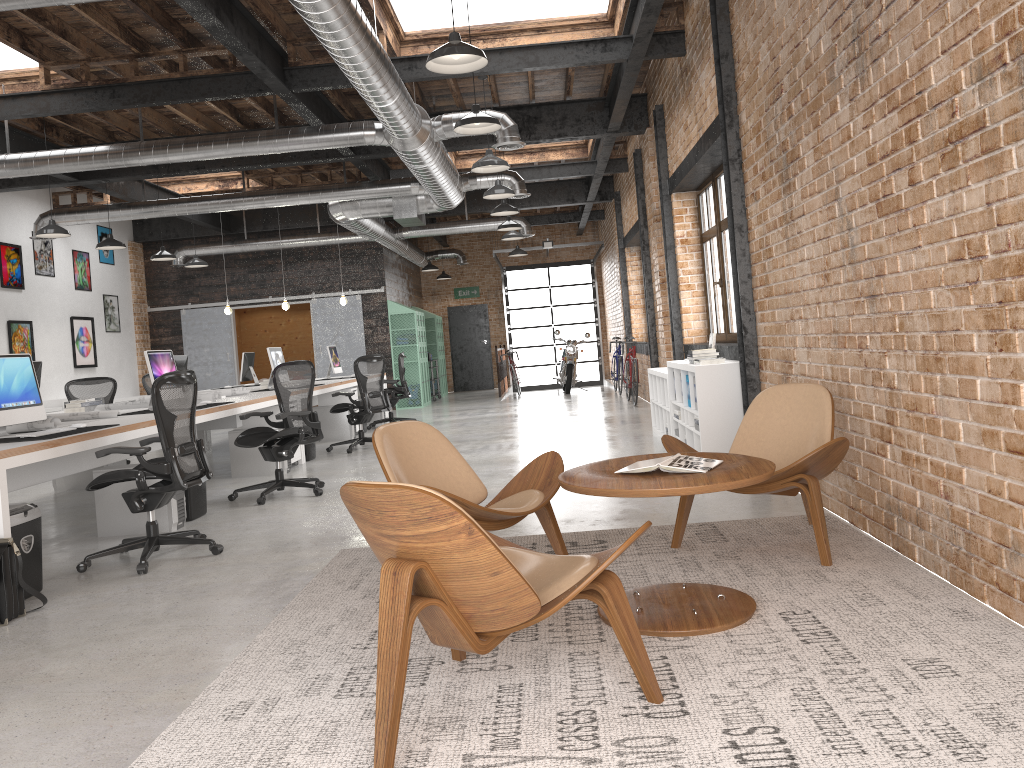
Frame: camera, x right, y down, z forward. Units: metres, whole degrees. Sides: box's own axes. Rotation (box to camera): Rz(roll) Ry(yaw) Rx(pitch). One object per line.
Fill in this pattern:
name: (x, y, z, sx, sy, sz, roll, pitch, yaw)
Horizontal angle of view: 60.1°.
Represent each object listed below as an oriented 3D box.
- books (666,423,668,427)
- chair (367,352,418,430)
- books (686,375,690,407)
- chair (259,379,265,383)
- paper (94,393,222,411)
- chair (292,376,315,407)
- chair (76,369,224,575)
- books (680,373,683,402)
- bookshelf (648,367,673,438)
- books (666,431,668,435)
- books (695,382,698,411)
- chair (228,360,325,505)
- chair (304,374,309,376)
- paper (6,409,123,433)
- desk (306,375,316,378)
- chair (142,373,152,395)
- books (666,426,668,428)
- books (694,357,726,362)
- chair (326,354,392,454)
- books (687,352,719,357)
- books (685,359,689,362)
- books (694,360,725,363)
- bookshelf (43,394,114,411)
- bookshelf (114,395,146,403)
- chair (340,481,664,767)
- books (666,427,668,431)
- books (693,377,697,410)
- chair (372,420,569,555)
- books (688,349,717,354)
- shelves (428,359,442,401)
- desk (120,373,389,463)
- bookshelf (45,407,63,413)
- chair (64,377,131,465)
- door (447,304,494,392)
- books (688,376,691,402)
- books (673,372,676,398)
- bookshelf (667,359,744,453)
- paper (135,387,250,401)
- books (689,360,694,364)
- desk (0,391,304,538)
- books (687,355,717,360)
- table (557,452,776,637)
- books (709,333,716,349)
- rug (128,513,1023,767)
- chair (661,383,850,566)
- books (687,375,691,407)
books: (1.604, 0.382, 8.538, 0.214, 0.052, 0.252, -5, 3, 2)
chair: (-1.803, 0.087, 13.047, 0.793, 1.086, 0.770, -5, 1, -19)
books: (1.557, 0.047, 7.269, 0.232, 0.261, 0.062, -5, 0, 2)
chair: (-4.988, 0.266, 18.195, 0.618, 0.778, 0.581, -5, 1, -3)
paper: (-3.208, 0.168, 8.002, 1.134, 0.082, 0.083, -5, 1, -3)
chair: (-4.284, 0.209, 18.168, 0.618, 0.778, 0.581, -5, 1, -3)
chair: (-2.121, 0.478, 5.139, 0.793, 1.086, 0.770, -5, 1, -14)
books: (1.585, 0.027, 7.665, 0.232, 0.261, 0.062, -5, 0, 2)
bookshelf: (1.676, 0.194, 8.882, 0.400, 0.684, 1.545, -5, 2, 2)
books: (1.616, 0.476, 8.557, 0.217, 0.072, 0.290, -5, 2, 2)
books: (1.541, 0.068, 6.841, 0.232, 0.261, 0.062, -5, 0, 2)
chair: (-1.888, 0.365, 7.185, 0.769, 1.086, 0.794, -4, 1, 26)
chair: (-4.665, 0.148, 20.163, 0.618, 0.778, 0.581, -5, 1, -3)
paper: (-3.380, 0.267, 6.181, 0.975, 0.105, 1.076, -5, 3, 0)
desk: (-4.292, 0.188, 19.136, 1.998, 0.731, 0.999, -5, 2, 3)
chair: (-5.150, 0.350, 13.323, 0.791, 1.086, 0.772, -4, 1, 41)
books: (1.606, 0.400, 8.542, 0.219, 0.039, 0.260, -5, 3, 2)
books: (1.520, -0.189, 6.804, 0.202, 0.012, 0.251, -5, 3, 4)
chair: (-1.787, 0.215, 10.261, 0.792, 1.086, 0.771, -5, 1, 11)
books: (1.526, -0.235, 7.076, 0.211, 0.023, 0.259, -5, 3, 2)
books: (1.590, -0.209, 7.601, 0.174, 0.021, 0.273, -5, 3, 2)
books: (1.515, -0.175, 6.807, 0.187, 0.014, 0.248, -5, 3, 0)
bookshelf: (-6.809, 0.601, 13.918, 0.400, 0.800, 1.545, -5, 2, 2)
bookshelf: (-6.746, 0.583, 15.462, 0.400, 0.684, 1.545, -5, 2, 2)
chair: (-0.090, 0.591, 2.702, 0.868, 0.752, 0.856, -5, 1, -21)
books: (1.606, 0.426, 8.550, 0.207, 0.067, 0.275, -5, 2, 2)
books: (1.543, 0.065, 6.905, 0.232, 0.261, 0.062, -5, 0, 2)
chair: (-0.139, 0.535, 3.992, 0.857, 0.752, 0.866, -5, 1, -21)
books: (1.521, -0.260, 7.085, 0.190, 0.028, 0.240, -5, 3, 4)
shelves: (-1.856, -0.065, 18.862, 0.567, 0.855, 0.986, -5, 1, 2)
desk: (-3.270, 0.418, 11.907, 2.311, 0.769, 5.115, -5, 3, 2)
bookshelf: (-6.863, 0.735, 12.361, 0.400, 0.684, 1.545, -5, 2, 2)
chair: (-4.989, 0.465, 10.531, 0.772, 1.086, 0.791, -5, 1, -29)
door: (-1.013, -0.891, 21.806, 0.998, 2.099, 0.218, -5, 0, 2)
books: (1.552, 0.053, 7.140, 0.232, 0.261, 0.062, -5, 0, 2)
books: (1.592, 0.009, 8.026, 0.232, 0.261, 0.062, -5, 0, 2)
bookshelf: (1.618, 0.213, 7.329, 0.400, 0.800, 1.545, -5, 2, 2)
paper: (-3.403, 0.121, 9.402, 0.977, 0.105, 1.073, -6, 3, -33)
books: (1.529, -0.184, 7.076, 0.191, 0.032, 0.259, -5, 3, 4)
desk: (-3.463, 0.670, 6.792, 2.311, 0.769, 5.115, -5, 3, 2)
books: (1.520, -0.212, 7.084, 0.191, 0.023, 0.242, -5, 3, 0)
table: (0.608, 0.595, 3.411, 0.827, 0.570, 0.826, -5, 2, -10)
books: (1.789, -0.342, 7.924, 0.065, 0.224, 0.161, -5, 1, 2)
rug: (0.339, 0.898, 3.451, 2.728, 0.004, 2.999, -5, 3, 2)
chair: (1.253, 0.409, 4.259, 0.868, 0.752, 0.856, -5, 1, -16)
books: (1.554, 0.050, 7.205, 0.232, 0.261, 0.062, -5, 0, 2)
